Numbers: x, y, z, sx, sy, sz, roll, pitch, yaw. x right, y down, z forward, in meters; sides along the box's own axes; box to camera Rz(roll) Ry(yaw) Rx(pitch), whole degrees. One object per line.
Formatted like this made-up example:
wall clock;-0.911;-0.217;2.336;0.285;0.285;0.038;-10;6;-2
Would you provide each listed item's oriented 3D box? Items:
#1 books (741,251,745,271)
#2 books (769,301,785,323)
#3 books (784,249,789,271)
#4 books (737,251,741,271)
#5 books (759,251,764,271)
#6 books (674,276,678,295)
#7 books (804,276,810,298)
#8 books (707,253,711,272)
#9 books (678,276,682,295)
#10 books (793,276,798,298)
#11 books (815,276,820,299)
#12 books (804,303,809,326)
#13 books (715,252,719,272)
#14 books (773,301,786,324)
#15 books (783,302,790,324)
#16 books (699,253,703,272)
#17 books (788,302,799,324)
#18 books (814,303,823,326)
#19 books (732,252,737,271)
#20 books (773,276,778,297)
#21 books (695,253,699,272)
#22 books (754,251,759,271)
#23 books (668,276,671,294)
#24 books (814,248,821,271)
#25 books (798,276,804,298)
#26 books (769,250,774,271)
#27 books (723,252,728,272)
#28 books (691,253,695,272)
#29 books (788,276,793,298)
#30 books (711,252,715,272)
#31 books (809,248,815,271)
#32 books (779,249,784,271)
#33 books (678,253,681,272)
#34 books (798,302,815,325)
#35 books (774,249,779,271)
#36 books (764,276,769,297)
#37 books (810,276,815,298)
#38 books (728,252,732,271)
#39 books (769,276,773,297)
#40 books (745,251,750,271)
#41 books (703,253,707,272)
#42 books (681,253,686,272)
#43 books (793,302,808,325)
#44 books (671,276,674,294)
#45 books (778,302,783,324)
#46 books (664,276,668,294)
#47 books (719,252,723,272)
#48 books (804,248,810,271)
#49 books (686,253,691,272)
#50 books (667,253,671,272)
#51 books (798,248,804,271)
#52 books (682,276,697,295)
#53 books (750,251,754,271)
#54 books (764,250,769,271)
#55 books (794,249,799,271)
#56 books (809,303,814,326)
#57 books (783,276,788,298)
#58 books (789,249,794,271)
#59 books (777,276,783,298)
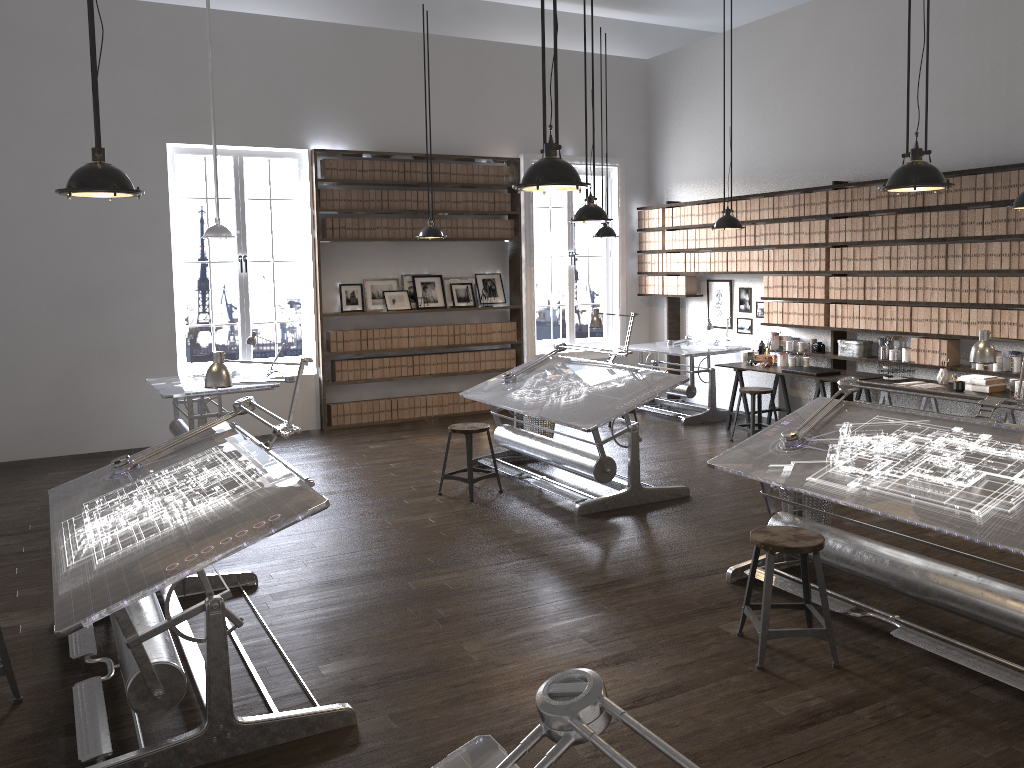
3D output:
books;2.596;-1.339;9.687;0.175;0.225;0.067;-4;6;-28
books;2.802;-0.758;9.361;0.175;0.224;0.067;-4;6;-28
books;2.887;-1.279;9.130;0.175;0.225;0.067;-4;6;-28
books;2.562;-1.347;9.750;0.174;0.225;0.067;-4;6;-28
books;2.718;-1.310;9.448;0.175;0.225;0.067;-4;6;-28
books;2.052;-1.194;10.725;0.175;0.225;0.067;-4;6;-28
books;3.021;-0.974;8.912;0.175;0.225;0.067;-4;6;-28
books;2.325;-1.399;10.180;0.175;0.225;0.067;-4;6;-28
books;2.091;-1.187;10.667;0.174;0.225;0.067;-4;6;-28
books;2.953;-0.990;9.041;0.174;0.225;0.067;-4;6;-28
books;3.094;-0.959;8.781;0.175;0.224;0.067;-4;6;-28
books;3.028;-0.705;8.927;0.175;0.225;0.067;-4;6;-28
books;2.393;-1.385;10.063;0.175;0.224;0.067;-4;6;-28
books;2.830;-0.751;9.304;0.175;0.224;0.067;-4;6;-28
books;2.899;-0.736;9.180;0.175;0.225;0.067;-4;6;-28
books;2.265;-1.414;10.309;0.174;0.225;0.067;-4;6;-28
books;2.933;-0.728;9.119;0.174;0.225;0.067;-4;6;-28
books;3.094;-0.692;8.817;0.175;0.224;0.067;-4;6;-28
books;2.525;-1.354;9.810;0.174;0.225;0.067;-4;6;-28
books;2.825;-1.020;9.285;0.175;0.224;0.067;-4;6;-28
books;2.230;-1.422;10.369;0.175;0.225;0.067;-4;6;-28
books;2.686;-1.318;9.512;0.175;0.224;0.067;-4;6;-28
books;1.993;-1.208;10.840;0.175;0.224;0.067;-4;6;-28
books;3.081;-1.235;8.768;0.174;0.225;0.067;-4;6;-28
books;2.990;-0.983;8.980;0.175;0.225;0.067;-4;6;-28
books;2.790;-1.301;9.315;0.174;0.225;0.067;-4;6;-28
books;2.456;-1.369;9.938;0.175;0.225;0.067;-4;6;-28
books;2.194;-1.429;10.429;0.175;0.225;0.067;-4;6;-28
books;2.923;-0.998;9.105;0.174;0.225;0.067;-4;6;-28
books;2.359;-1.391;10.116;0.175;0.225;0.067;-4;6;-28
books;3.052;-1.243;8.832;0.174;0.225;0.067;-4;6;-28
books;2.858;-1.286;9.193;0.175;0.225;0.067;-4;6;-28
books;2.086;-1.461;10.637;0.175;0.224;0.067;-4;6;-28
books;2.994;-0.713;8.991;0.175;0.225;0.067;-4;6;-28
books;2.827;-1.294;9.256;0.174;0.225;0.067;-4;6;-28
books;2.759;-1.034;9.403;0.175;0.225;0.067;-4;6;-28
books;3.060;-0.967;8.849;0.175;0.224;0.067;-4;6;-28
books;2.496;-1.362;9.875;0.175;0.225;0.067;-4;6;-28
books;2.795;-1.026;9.340;0.175;0.224;0.067;-4;6;-28
books;2.622;-1.331;9.625;0.175;0.225;0.067;-4;6;-28
books;2.294;-1.407;10.245;0.174;0.225;0.067;-4;6;-28
books;2.112;-1.454;10.579;0.175;0.225;0.067;-4;6;-28
books;2.963;-0.721;9.056;0.174;0.225;0.067;-4;6;-28
books;2.024;-1.201;10.786;0.175;0.224;0.067;-4;6;-28
books;2.862;-0.743;9.240;0.175;0.225;0.067;-4;6;-28
books;1.958;-1.216;10.903;0.175;0.225;0.067;-4;6;-28
books;2.426;-1.378;10.006;0.175;0.224;0.067;-4;6;-28
books;3.018;-1.250;8.894;0.175;0.225;0.067;-4;6;-28
books;2.157;-1.438;10.502;0.175;0.224;0.067;-4;6;-28
books;1.985;-1.484;10.825;0.174;0.225;0.067;-4;6;-28
books;2.981;-1.257;8.951;0.175;0.225;0.067;-4;6;-28
books;2.122;-1.179;10.604;0.175;0.225;0.067;-4;6;-28
books;2.658;-1.325;9.568;0.175;0.224;0.067;-4;6;-28
books;2.753;-1.309;9.377;0.175;0.225;0.067;-4;6;-28
books;2.954;-1.264;9.012;0.175;0.224;0.067;-4;6;-28
books;3.061;-0.699;8.873;0.175;0.224;0.067;-4;6;-28
books;2.890;-1.006;9.168;0.175;0.225;0.067;-4;6;-28
books;2.923;-1.271;9.067;0.175;0.224;0.067;-4;6;-28
books;2.853;-1.012;9.224;0.175;0.225;0.067;-4;6;-28
